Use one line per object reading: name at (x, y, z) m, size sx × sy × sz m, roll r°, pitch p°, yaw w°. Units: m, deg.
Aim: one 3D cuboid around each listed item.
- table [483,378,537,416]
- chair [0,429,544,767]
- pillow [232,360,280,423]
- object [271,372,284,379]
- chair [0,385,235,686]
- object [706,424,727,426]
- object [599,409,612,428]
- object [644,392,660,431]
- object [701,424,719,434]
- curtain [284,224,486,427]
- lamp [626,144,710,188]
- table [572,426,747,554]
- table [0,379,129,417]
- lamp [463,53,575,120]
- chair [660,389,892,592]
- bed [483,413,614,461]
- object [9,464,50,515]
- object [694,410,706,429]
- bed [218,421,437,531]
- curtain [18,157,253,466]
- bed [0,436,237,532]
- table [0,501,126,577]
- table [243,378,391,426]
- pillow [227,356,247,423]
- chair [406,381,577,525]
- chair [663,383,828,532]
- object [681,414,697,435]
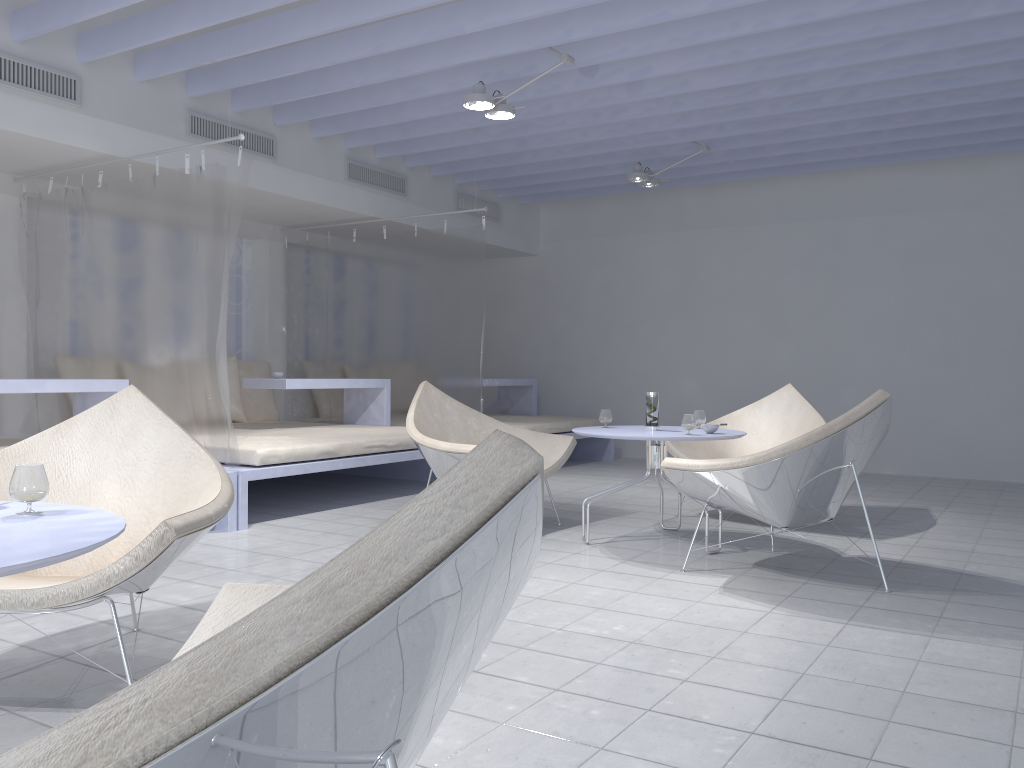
table at (-0.213, 0.174, 8.240) m, size 0.416 × 0.450 × 1.065 m, roll 1°, pitch 1°, yaw 32°
chair at (-0.306, 0.412, 0.886) m, size 0.753 × 0.759 × 0.906 m, roll 1°, pitch 1°, yaw 27°
pillow at (-2.071, 0.067, 7.024) m, size 0.230 × 0.521 × 0.524 m, roll 1°, pitch 1°, yaw 30°
object at (-1.605, -0.058, 6.066) m, size 0.082 × 0.043 × 0.082 m, roll 0°, pitch 1°, yaw -7°
chair at (-1.167, 0.385, 2.369) m, size 0.906 × 0.759 × 0.753 m, roll 1°, pitch 1°, yaw 2°
object at (0.938, 0.187, 4.069) m, size 0.098 × 0.016 × 0.012 m, roll 1°, pitch 1°, yaw 31°
object at (0.471, 0.174, 4.458) m, size 0.068 × 0.091 × 0.068 m, roll 1°, pitch 1°, yaw 21°
object at (0.679, 0.131, 4.292) m, size 0.075 × 0.185 × 0.075 m, roll 0°, pitch 1°, yaw -5°
object at (0.914, 0.207, 4.090) m, size 0.082 × 0.043 × 0.082 m, roll 1°, pitch 1°, yaw 33°
curtain at (-1.042, -0.376, 6.842) m, size 1.998 × 1.559 × 0.125 m, roll 1°, pitch 1°, yaw 30°
lamp at (1.164, -1.613, 6.538) m, size 0.587 × 0.218 × 0.380 m, roll 1°, pitch 1°, yaw 32°
table at (0.698, 0.491, 4.257) m, size 0.825 × 0.534 × 0.823 m, roll 1°, pitch 1°, yaw 9°
table at (-2.535, 0.201, 4.471) m, size 0.416 × 0.450 × 1.065 m, roll 1°, pitch 1°, yaw 32°
lamp at (0.056, -1.601, 4.740) m, size 0.587 × 0.218 × 0.380 m, roll 1°, pitch 1°, yaw 32°
chair at (1.167, 0.391, 3.584) m, size 0.906 × 0.759 × 0.753 m, roll 0°, pitch 1°, yaw -41°
bed at (-0.481, 0.489, 7.794) m, size 2.016 × 0.427 × 2.200 m, roll 1°, pitch 1°, yaw 32°
object at (-0.903, 0.197, 1.659) m, size 0.068 × 0.091 × 0.068 m, roll 0°, pitch 1°, yaw -30°
object at (0.938, 0.178, 4.443) m, size 0.068 × 0.091 × 0.068 m, roll 1°, pitch 1°, yaw 21°
bed at (-1.642, 0.502, 5.911) m, size 2.016 × 0.427 × 2.200 m, roll 1°, pitch 1°, yaw 32°
curtain at (-2.172, -0.383, 4.930) m, size 2.050 × 1.552 × 0.151 m, roll 1°, pitch 1°, yaw 32°
bed at (-2.814, 0.518, 4.038) m, size 2.022 × 0.422 × 2.200 m, roll 1°, pitch 1°, yaw 32°
table at (-1.062, 0.511, 1.405) m, size 0.825 × 0.534 × 0.823 m, roll 1°, pitch 1°, yaw 23°
table at (-1.373, 0.187, 6.357) m, size 0.416 × 0.450 × 1.065 m, roll 1°, pitch 1°, yaw 32°
pillow at (-2.276, 0.047, 6.644) m, size 0.537 × 0.527 × 0.233 m, roll 0°, pitch 1°, yaw -38°
chair at (-0.205, 0.365, 4.623) m, size 0.753 × 0.759 × 0.906 m, roll 1°, pitch 1°, yaw 35°
chair at (1.402, 0.375, 5.020) m, size 0.753 × 0.759 × 0.906 m, roll 0°, pitch 1°, yaw -44°
object at (0.796, 0.183, 3.988) m, size 0.068 × 0.091 × 0.068 m, roll 1°, pitch 1°, yaw 21°
